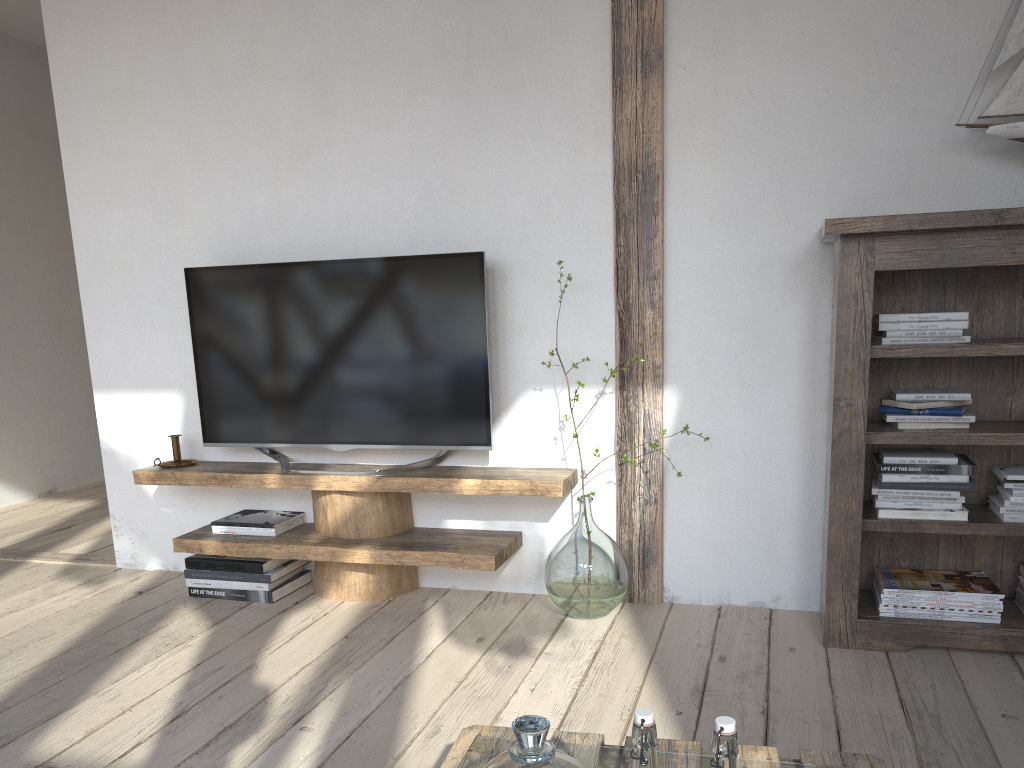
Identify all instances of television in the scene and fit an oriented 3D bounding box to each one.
[{"bbox_3d":[-0.597,-0.057,2.990,1.102,0.722,0.202,0,11,17],"label":"television"}]

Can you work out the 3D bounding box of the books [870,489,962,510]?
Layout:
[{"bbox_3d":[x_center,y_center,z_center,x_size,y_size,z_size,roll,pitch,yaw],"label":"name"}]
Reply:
[{"bbox_3d":[1.141,0.327,2.496,0.218,0.022,0.154,0,5,17],"label":"books"}]

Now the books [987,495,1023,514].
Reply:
[{"bbox_3d":[1.436,0.331,2.400,0.219,0.017,0.154,0,5,17],"label":"books"}]

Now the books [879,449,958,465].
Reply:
[{"bbox_3d":[1.129,0.203,2.453,0.184,0.019,0.137,0,5,17],"label":"books"}]

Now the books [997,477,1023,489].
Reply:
[{"bbox_3d":[1.458,0.265,2.402,0.219,0.017,0.154,0,6,22],"label":"books"}]

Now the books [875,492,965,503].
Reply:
[{"bbox_3d":[1.144,0.308,2.486,0.219,0.017,0.154,0,5,17],"label":"books"}]

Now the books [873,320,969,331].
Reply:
[{"bbox_3d":[1.117,-0.162,2.415,0.218,0.022,0.154,0,5,17],"label":"books"}]

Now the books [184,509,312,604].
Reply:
[{"bbox_3d":[-0.959,0.620,3.203,0.360,0.270,0.285,0,9,17],"label":"books"}]

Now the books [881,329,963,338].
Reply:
[{"bbox_3d":[1.114,-0.140,2.401,0.184,0.019,0.137,0,5,17],"label":"books"}]

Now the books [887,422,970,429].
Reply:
[{"bbox_3d":[1.160,0.107,2.456,0.184,0.020,0.137,-1,5,12],"label":"books"}]

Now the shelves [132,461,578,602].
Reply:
[{"bbox_3d":[-0.580,0.526,3.067,1.601,0.461,0.324,0,10,17],"label":"shelves"}]

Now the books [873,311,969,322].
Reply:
[{"bbox_3d":[1.118,-0.185,2.416,0.218,0.022,0.154,0,5,17],"label":"books"}]

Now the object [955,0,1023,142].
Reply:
[{"bbox_3d":[1.519,-0.940,2.107,0.788,1.015,0.137,2,12,21],"label":"object"}]

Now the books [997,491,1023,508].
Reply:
[{"bbox_3d":[1.451,0.314,2.390,0.219,0.017,0.154,0,6,22],"label":"books"}]

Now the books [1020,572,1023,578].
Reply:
[{"bbox_3d":[1.554,0.552,2.438,0.229,0.013,0.170,0,5,20],"label":"books"}]

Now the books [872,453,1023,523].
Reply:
[{"bbox_3d":[1.299,0.285,2.445,0.548,0.155,0.202,0,8,17],"label":"books"}]

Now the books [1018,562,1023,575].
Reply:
[{"bbox_3d":[1.553,0.532,2.435,0.221,0.026,0.171,-1,5,12],"label":"books"}]

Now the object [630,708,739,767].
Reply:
[{"bbox_3d":[0.182,0.477,0.936,0.154,0.274,0.069,1,12,17],"label":"object"}]

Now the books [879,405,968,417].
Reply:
[{"bbox_3d":[1.147,0.069,2.452,0.207,0.021,0.144,1,6,32],"label":"books"}]

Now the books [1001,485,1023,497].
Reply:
[{"bbox_3d":[1.443,0.285,2.382,0.184,0.019,0.137,0,5,17],"label":"books"}]

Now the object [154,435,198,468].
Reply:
[{"bbox_3d":[-1.240,0.246,3.251,0.139,0.115,0.137,-2,8,0],"label":"object"}]

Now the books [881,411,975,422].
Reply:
[{"bbox_3d":[1.155,0.088,2.454,0.219,0.017,0.154,0,5,17],"label":"books"}]

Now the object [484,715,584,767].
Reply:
[{"bbox_3d":[0.025,0.490,0.987,0.155,0.253,0.153,-5,10,-14],"label":"object"}]

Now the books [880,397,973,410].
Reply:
[{"bbox_3d":[1.151,0.049,2.444,0.198,0.021,0.130,-4,5,-16],"label":"books"}]

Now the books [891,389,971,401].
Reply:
[{"bbox_3d":[1.157,0.029,2.440,0.184,0.019,0.137,0,5,17],"label":"books"}]

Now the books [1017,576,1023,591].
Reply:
[{"bbox_3d":[1.542,0.570,2.431,0.224,0.022,0.155,0,5,18],"label":"books"}]

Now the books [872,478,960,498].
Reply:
[{"bbox_3d":[1.129,0.292,2.471,0.219,0.017,0.154,0,6,22],"label":"books"}]

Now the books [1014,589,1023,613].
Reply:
[{"bbox_3d":[1.542,0.620,2.443,0.223,0.039,0.170,0,6,17],"label":"books"}]

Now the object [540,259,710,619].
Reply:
[{"bbox_3d":[0.344,0.181,2.726,0.516,1.145,0.268,-1,11,4],"label":"object"}]

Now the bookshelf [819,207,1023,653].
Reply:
[{"bbox_3d":[1.642,0.146,2.282,1.623,1.202,0.340,0,11,17],"label":"bookshelf"}]

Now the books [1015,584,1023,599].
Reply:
[{"bbox_3d":[1.543,0.591,2.436,0.224,0.022,0.155,-1,5,13],"label":"books"}]

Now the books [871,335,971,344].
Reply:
[{"bbox_3d":[1.121,-0.124,2.423,0.219,0.017,0.154,-1,5,12],"label":"books"}]

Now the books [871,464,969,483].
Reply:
[{"bbox_3d":[1.138,0.250,2.466,0.219,0.022,0.154,-1,5,12],"label":"books"}]

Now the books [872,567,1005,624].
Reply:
[{"bbox_3d":[1.214,0.600,2.525,0.316,0.090,0.233,0,6,17],"label":"books"}]
